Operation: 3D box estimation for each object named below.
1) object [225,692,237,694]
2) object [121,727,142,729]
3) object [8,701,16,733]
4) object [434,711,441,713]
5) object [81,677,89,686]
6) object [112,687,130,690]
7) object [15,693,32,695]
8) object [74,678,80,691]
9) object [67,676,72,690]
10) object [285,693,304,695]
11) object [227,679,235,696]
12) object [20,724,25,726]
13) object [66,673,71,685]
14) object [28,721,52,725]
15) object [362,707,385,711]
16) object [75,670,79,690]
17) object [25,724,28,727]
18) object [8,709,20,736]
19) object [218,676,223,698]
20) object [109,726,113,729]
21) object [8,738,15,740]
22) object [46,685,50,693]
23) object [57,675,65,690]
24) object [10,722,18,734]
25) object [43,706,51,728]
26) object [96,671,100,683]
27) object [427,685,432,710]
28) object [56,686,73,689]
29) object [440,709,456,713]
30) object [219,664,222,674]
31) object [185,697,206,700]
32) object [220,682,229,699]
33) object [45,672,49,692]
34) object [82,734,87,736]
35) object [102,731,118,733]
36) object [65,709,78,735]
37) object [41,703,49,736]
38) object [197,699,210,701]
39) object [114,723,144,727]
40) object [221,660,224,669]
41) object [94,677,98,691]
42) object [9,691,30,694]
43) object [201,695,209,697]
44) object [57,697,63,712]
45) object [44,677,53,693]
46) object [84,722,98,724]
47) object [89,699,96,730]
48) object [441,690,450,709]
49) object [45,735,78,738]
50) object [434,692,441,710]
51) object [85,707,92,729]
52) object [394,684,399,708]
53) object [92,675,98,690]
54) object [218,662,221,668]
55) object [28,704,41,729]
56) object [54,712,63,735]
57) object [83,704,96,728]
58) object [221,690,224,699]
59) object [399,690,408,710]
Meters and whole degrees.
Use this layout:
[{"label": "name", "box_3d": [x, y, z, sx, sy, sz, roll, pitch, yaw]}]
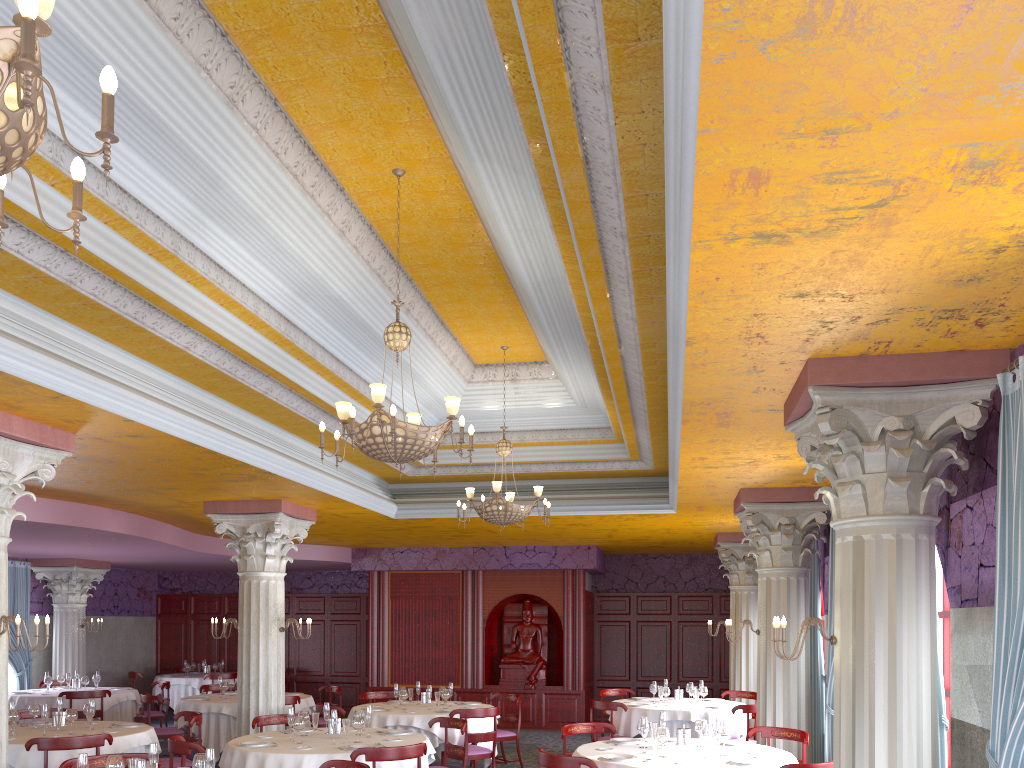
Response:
[{"label": "object", "box_3d": [-4.577, 5.046, 13.985, 0.313, 0.024, 0.324, -3, -16, 10]}, {"label": "object", "box_3d": [-4.202, 3.788, 9.436, 0.235, 0.013, 0.028, 11, -17, -34]}, {"label": "object", "box_3d": [-5.284, 3.517, 9.048, 0.074, 0.331, 0.074, 1, -2, -43]}, {"label": "object", "box_3d": [-0.951, 4.280, 11.168, 0.028, 0.013, 0.238, 9, -17, -33]}, {"label": "object", "box_3d": [-7.029, 4.950, 14.095, 0.122, 0.261, 0.124, -1, -4, 24]}, {"label": "object", "box_3d": [-6.722, 5.256, 14.767, 0.313, 0.024, 0.324, -3, -16, 10]}, {"label": "object", "box_3d": [-7.833, 4.969, 13.740, 0.259, 0.019, 0.056, 9, -17, -30]}, {"label": "object", "box_3d": [-7.134, 4.948, 14.043, 0.086, 0.234, 0.087, 0, -2, 13]}, {"label": "object", "box_3d": [-7.568, 5.107, 14.618, 0.086, 0.234, 0.087, 1, -2, -9]}, {"label": "object", "box_3d": [-3.510, 4.996, 13.793, 0.313, 0.024, 0.324, -3, -16, 10]}, {"label": "object", "box_3d": [-4.462, 4.819, 13.593, 0.122, 0.261, 0.124, -1, -4, 24]}, {"label": "object", "box_3d": [-5.507, 3.838, 9.644, 0.055, 0.019, 0.264, 8, -17, -28]}, {"label": "object", "box_3d": [-7.235, 4.877, 13.964, 0.074, 0.331, 0.074, 0, -1, 2]}, {"label": "object", "box_3d": [-5.355, 3.877, 9.792, 0.313, 0.024, 0.324, -3, -16, 10]}, {"label": "object", "box_3d": [-1.855, 4.349, 11.446, 0.313, 0.024, 0.324, -3, -16, 10]}, {"label": "object", "box_3d": [-7.466, 5.081, 14.699, 0.074, 0.331, 0.074, 0, -1, 2]}, {"label": "object", "box_3d": [-5.477, 3.853, 9.668, 0.022, 0.003, 0.259, 10, -19, -33]}, {"label": "object", "box_3d": [-5.153, 3.495, 8.841, 0.122, 0.261, 0.124, -1, -4, 24]}, {"label": "object", "box_3d": [-4.507, 4.685, 13.242, 0.074, 0.331, 0.074, 1, -2, -43]}, {"label": "object", "box_3d": [-4.432, 3.794, 9.459, 0.030, 0.010, 0.142, 8, -17, -30]}, {"label": "object", "box_3d": [-5.028, 3.531, 8.514, 0.159, 0.009, 0.164, 6, -16, -19]}, {"label": "object", "box_3d": [-7.639, 4.966, 14.114, 0.086, 0.234, 0.087, 1, -2, -9]}, {"label": "object", "box_3d": [-7.673, 5.079, 14.567, 0.123, 0.261, 0.123, 3, -5, -43]}, {"label": "object", "box_3d": [-5.204, 3.537, 8.947, 0.086, 0.234, 0.087, 1, -2, -9]}, {"label": "object", "box_3d": [-5.134, 3.678, 9.451, 0.086, 0.234, 0.086, 2, -3, -32]}, {"label": "object", "box_3d": [-6.984, 5.012, 14.447, 0.074, 0.331, 0.074, 0, -1, 2]}, {"label": "object", "box_3d": [-1.110, 4.217, 11.518, 0.074, 0.331, 0.074, 1, -2, -43]}, {"label": "object", "box_3d": [-7.789, 5.306, 14.959, 0.313, 0.024, 0.324, 3, -16, -9]}, {"label": "object", "box_3d": [-0.788, 4.299, 11.254, 0.313, 0.024, 0.324, -3, -16, 10]}, {"label": "object", "box_3d": [-6.463, 6.329, 19.002, 0.086, 0.234, 0.087, 1, -2, -9]}, {"label": "object", "box_3d": [-4.770, 4.748, 12.918, 0.313, 0.024, 0.324, -3, -16, 10]}, {"label": "object", "box_3d": [-4.376, 4.664, 13.034, 0.122, 0.261, 0.124, -1, -4, 24]}, {"label": "object", "box_3d": [-7.718, 4.946, 14.216, 0.074, 0.331, 0.074, 0, -1, 2]}, {"label": "object", "box_3d": [-4.327, 3.574, 8.680, 0.055, 0.019, 0.264, 8, -17, -28]}, {"label": "object", "box_3d": [-4.268, 3.694, 9.093, 0.160, 0.009, 0.163, -9, -18, 29]}, {"label": "object", "box_3d": [-4.595, 3.521, 8.927, 0.122, 0.261, 0.124, -1, -4, 24]}, {"label": "object", "box_3d": [-4.801, 3.448, 8.797, 0.074, 0.331, 0.074, 1, -2, -43]}, {"label": "object", "box_3d": [-4.622, 4.709, 12.766, 0.259, 0.019, 0.056, 9, -17, -30]}, {"label": "object", "box_3d": [-4.288, 3.827, 9.600, 0.313, 0.024, 0.324, -3, -16, 10]}, {"label": "object", "box_3d": [-6.383, 6.253, 18.901, 0.074, 0.331, 0.074, 0, -1, 2]}, {"label": "object", "box_3d": [-7.063, 5.089, 14.548, 0.086, 0.234, 0.086, -1, -3, 35]}, {"label": "object", "box_3d": [-7.981, 5.009, 13.893, 0.316, 0.024, 0.322, -9, -18, 29]}, {"label": "object", "box_3d": [-4.830, 4.909, 13.468, 0.160, 0.009, 0.163, -9, -18, 29]}, {"label": "object", "box_3d": [-5.032, 3.652, 9.531, 0.074, 0.331, 0.074, 1, -2, -43]}, {"label": "object", "box_3d": [-7.587, 4.924, 14.009, 0.122, 0.261, 0.124, 0, -3, 2]}, {"label": "object", "box_3d": [-4.846, 3.904, 9.854, 0.159, 0.009, 0.164, 3, -16, -9]}, {"label": "object", "box_3d": [-4.549, 3.583, 9.279, 0.074, 0.331, 0.074, 1, -2, -43]}, {"label": "object", "box_3d": [-0.903, 4.290, 11.648, 0.122, 0.261, 0.124, 0, -3, 2]}, {"label": "object", "box_3d": [-4.480, 3.530, 8.533, 0.313, 0.024, 0.324, -3, -16, 10]}, {"label": "object", "box_3d": [-1.008, 4.288, 11.597, 0.086, 0.234, 0.086, -1, -3, 35]}, {"label": "object", "box_3d": [-4.629, 3.660, 9.380, 0.086, 0.234, 0.087, 1, -2, -9]}, {"label": "object", "box_3d": [-1.592, 4.286, 11.769, 0.074, 0.331, 0.074, 1, -2, -43]}, {"label": "object", "box_3d": [-7.115, 5.105, 14.653, 0.122, 0.261, 0.124, 0, -3, 2]}, {"label": "object", "box_3d": [-6.514, 6.345, 19.108, 0.123, 0.261, 0.123, 3, -5, -43]}, {"label": "object", "box_3d": [-5.239, 3.650, 9.400, 0.122, 0.261, 0.124, -1, -4, 24]}, {"label": "object", "box_3d": [-4.700, 3.519, 8.876, 0.086, 0.234, 0.086, -1, -3, 35]}, {"label": "object", "box_3d": [-4.681, 3.676, 9.486, 0.122, 0.261, 0.124, -1, -4, 24]}, {"label": "object", "box_3d": [-4.427, 4.706, 13.140, 0.086, 0.234, 0.087, 1, -2, -9]}, {"label": "object", "box_3d": [-1.461, 4.264, 11.562, 0.122, 0.261, 0.124, 0, -3, 2]}]
